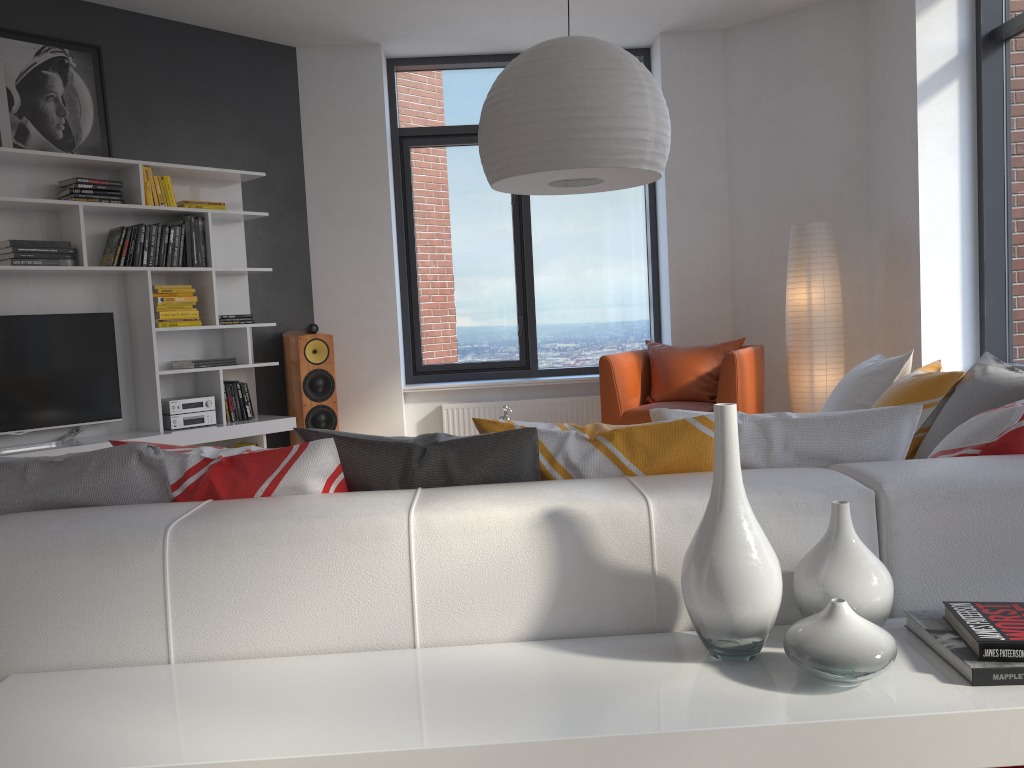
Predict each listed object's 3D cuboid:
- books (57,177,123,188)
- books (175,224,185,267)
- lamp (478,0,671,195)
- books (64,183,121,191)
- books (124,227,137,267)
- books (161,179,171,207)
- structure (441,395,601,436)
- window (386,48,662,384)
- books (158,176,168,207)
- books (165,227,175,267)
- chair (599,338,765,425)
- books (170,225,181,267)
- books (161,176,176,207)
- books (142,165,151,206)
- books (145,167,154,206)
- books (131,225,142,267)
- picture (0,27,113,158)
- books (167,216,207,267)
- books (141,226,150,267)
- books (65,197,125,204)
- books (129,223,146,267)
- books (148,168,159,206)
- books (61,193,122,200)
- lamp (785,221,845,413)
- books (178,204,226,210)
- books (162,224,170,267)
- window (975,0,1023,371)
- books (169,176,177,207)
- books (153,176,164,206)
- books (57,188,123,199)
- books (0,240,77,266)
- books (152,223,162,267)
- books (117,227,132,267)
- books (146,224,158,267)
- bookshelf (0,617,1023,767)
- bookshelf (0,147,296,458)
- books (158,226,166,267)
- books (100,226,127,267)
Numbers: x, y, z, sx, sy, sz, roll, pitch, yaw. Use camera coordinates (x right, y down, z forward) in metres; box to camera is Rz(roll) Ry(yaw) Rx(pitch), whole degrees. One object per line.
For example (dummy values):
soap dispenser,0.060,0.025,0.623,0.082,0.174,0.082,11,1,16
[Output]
books,-2.372,-1.121,4.988,0.209,0.030,0.266,0,5,36
books,-2.030,-0.820,5.325,0.197,0.260,0.066,1,6,43
lamp,1.316,-0.501,2.117,3.199,2.647,0.710,0,5,34
books,-2.360,-1.095,4.985,0.246,0.026,0.180,-7,6,-44
books,-2.224,-0.780,5.101,0.169,0.233,0.081,1,6,42
books,-2.056,-1.112,5.208,0.108,0.161,0.046,1,6,42
structure,0.233,0.335,6.494,1.474,0.460,0.110,-3,4,-2
window,0.109,-1.251,6.708,1.960,2.402,0.170,-3,4,-2
books,-2.077,-1.120,5.202,0.128,0.178,0.044,1,6,43
books,-2.069,-0.806,5.264,0.179,0.243,0.071,1,6,42
chair,1.134,0.146,5.681,0.896,0.858,0.843,-1,5,30
books,-2.052,-0.812,5.300,0.191,0.249,0.084,1,6,43
books,-2.051,-1.126,5.235,0.141,0.184,0.064,1,6,44
books,-2.151,-1.136,5.125,0.161,0.229,0.041,1,6,42
books,-2.149,-1.136,5.155,0.163,0.224,0.041,1,5,41
books,-2.192,-0.786,5.118,0.172,0.242,0.069,1,6,44
picture,-2.792,-1.560,4.709,0.076,0.707,1.279,1,6,43
books,-1.986,-0.854,5.413,0.259,0.321,0.128,1,6,43
books,-2.173,-0.791,5.168,0.179,0.243,0.068,1,6,42
books,-2.362,-1.016,4.989,0.284,0.030,0.214,-7,6,-43
books,-2.196,-0.796,5.152,0.192,0.254,0.075,1,6,42
books,-2.135,-1.139,5.183,0.164,0.224,0.054,1,6,42
books,-2.367,-1.041,4.989,0.189,0.020,0.264,1,6,41
lamp,2.017,-0.224,5.408,0.502,1.550,0.804,-7,6,-42
books,-1.919,-1.069,5.438,0.257,0.028,0.194,-7,6,-42
books,-2.097,-0.808,5.254,0.192,0.254,0.075,1,6,42
window,2.745,-1.217,4.378,0.170,2.402,1.310,-3,4,-2
books,-2.041,-1.129,5.257,0.142,0.184,0.044,1,6,44
books,-2.096,-1.119,5.192,0.132,0.180,0.054,1,6,43
books,-2.381,-1.067,5.003,0.284,0.030,0.214,-7,6,-43
books,-2.578,-0.692,4.785,0.277,0.137,0.343,0,5,38
books,-2.129,-0.807,5.223,0.197,0.260,0.066,1,6,43
books,-2.256,-0.777,5.088,0.187,0.234,0.096,1,6,43
books,-2.151,-0.800,5.197,0.191,0.249,0.084,1,6,43
bookshelf,0.483,0.675,1.361,2.600,0.500,0.356,-3,4,-2
bookshelf,-2.584,-0.186,4.653,0.455,2.052,3.000,1,6,43
books,-2.093,-0.799,5.220,0.172,0.242,0.069,1,6,44
books,-2.275,-0.775,5.060,0.182,0.234,0.104,1,6,43
